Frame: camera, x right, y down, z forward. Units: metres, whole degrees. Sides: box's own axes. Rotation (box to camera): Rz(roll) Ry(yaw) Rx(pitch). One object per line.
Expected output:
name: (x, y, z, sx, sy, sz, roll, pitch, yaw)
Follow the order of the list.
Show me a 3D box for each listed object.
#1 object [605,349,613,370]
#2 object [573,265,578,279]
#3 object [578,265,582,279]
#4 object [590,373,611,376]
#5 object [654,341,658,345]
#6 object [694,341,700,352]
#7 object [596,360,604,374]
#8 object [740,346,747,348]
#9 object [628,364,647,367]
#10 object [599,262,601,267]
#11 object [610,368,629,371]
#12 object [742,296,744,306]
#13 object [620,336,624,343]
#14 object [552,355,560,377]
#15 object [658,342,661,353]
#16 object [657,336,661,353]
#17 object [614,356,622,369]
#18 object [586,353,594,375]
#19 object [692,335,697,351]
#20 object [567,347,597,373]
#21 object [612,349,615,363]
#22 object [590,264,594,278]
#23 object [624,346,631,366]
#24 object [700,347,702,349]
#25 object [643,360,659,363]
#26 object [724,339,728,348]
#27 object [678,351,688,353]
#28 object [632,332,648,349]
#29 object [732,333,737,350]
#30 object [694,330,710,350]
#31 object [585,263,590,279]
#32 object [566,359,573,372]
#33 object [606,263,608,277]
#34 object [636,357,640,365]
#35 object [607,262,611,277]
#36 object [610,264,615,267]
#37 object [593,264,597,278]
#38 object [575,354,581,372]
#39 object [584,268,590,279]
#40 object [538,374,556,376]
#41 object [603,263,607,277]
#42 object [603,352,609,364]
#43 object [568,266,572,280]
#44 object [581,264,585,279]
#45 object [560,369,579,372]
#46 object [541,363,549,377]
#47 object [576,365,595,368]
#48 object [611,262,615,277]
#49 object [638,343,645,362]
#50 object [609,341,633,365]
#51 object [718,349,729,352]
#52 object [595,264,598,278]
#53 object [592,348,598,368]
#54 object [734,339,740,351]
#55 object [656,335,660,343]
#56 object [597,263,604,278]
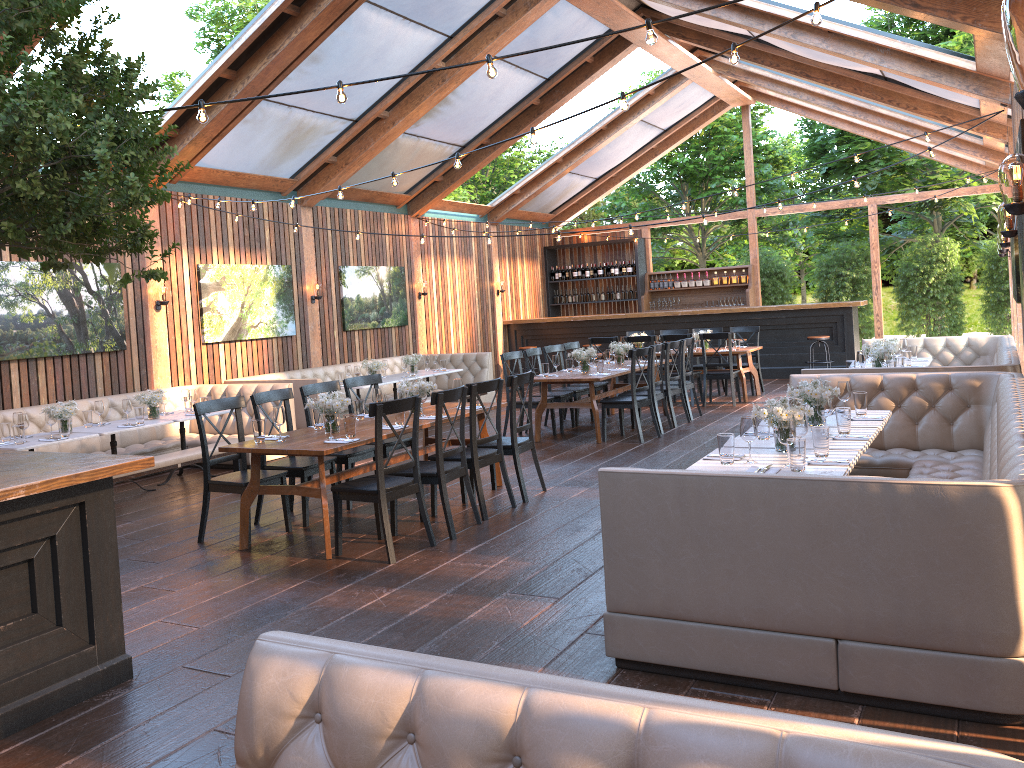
object: (1.175, -0.294, 10.675, 0.092, 0.244, 0.092, -4, 2, -19)
object: (1.404, -2.458, 19.482, 0.136, 0.315, 0.136, -4, 2, -9)
object: (1.487, -2.453, 19.397, 0.077, 0.306, 0.077, -5, 2, -45)
object: (0.981, -0.110, 9.999, 0.255, 0.019, 0.158, -1, 6, 29)
object: (2.251, -0.603, 13.829, 0.092, 0.158, 0.092, -5, 3, -35)
object: (2.712, -0.553, 12.942, 0.092, 0.158, 0.092, -5, 3, -35)
object: (1.015, -0.197, 10.170, 0.092, 0.158, 0.092, -4, 2, -15)
object: (3.416, -0.555, 13.254, 0.157, 0.019, 0.256, -1, 6, 29)
object: (1.542, -0.232, 10.970, 0.255, 0.019, 0.158, -1, 6, 29)
object: (1.930, -2.486, 19.311, 0.087, 0.334, 0.088, -3, 2, 9)
object: (1.257, -0.173, 10.529, 0.255, 0.019, 0.158, -1, 6, 29)
object: (4.622, -1.667, 17.778, 0.073, 0.181, 0.073, -4, 2, 3)
object: (1.757, -0.630, 13.992, 0.092, 0.244, 0.092, -4, 2, -19)
object: (0.511, -0.211, 10.204, 0.092, 0.244, 0.092, -4, 2, -13)
object: (2.233, -0.546, 13.198, 0.092, 0.158, 0.092, -5, 3, -35)
object: (2.230, -0.598, 13.303, 0.092, 0.244, 0.092, -4, 2, -19)
object: (1.286, -0.259, 10.691, 0.092, 0.158, 0.092, -5, 3, -35)
object: (0.896, -0.230, 10.139, 0.092, 0.244, 0.092, -4, 2, -13)
object: (2.687, -0.606, 13.068, 0.092, 0.244, 0.092, -4, 2, -19)
object: (0.851, -0.292, 10.499, 0.337, 0.309, 0.329, -5, 4, -27)
object: (1.351, -0.397, 11.680, 0.092, 0.244, 0.092, -4, 2, -19)
object: (1.745, -2.461, 19.275, 0.078, 0.312, 0.078, -3, 2, 24)
object: (1.460, -0.353, 11.116, 0.092, 0.244, 0.092, -4, 2, -19)
object: (2.881, -0.548, 13.546, 0.157, 0.019, 0.256, -1, 6, 29)
object: (1.797, -0.296, 11.500, 0.255, 0.019, 0.158, -1, 6, 29)
object: (3.237, -0.618, 13.298, 0.092, 0.158, 0.092, -5, 3, -35)
object: (2.545, -0.477, 12.993, 0.157, 0.019, 0.256, -1, 6, 29)
object: (1.955, -0.648, 13.694, 0.336, 0.309, 0.330, -4, 3, -6)
object: (3.202, -0.613, 12.784, 0.092, 0.244, 0.092, -4, 2, -19)
object: (2.868, -0.659, 13.170, 0.330, 0.309, 0.336, -5, 4, -28)
object: (1.644, -2.466, 19.285, 0.087, 0.334, 0.088, -3, 2, 9)
object: (0.698, -0.223, 10.682, 0.092, 0.158, 0.092, -5, 3, -35)
object: (2.055, -2.470, 19.193, 0.077, 0.306, 0.077, -5, 2, -45)
object: (1.571, -0.319, 11.131, 0.092, 0.158, 0.092, -5, 3, -35)
object: (2.088, -2.469, 19.056, 0.081, 0.323, 0.081, -3, 2, 7)
object: (2.168, -2.477, 19.156, 0.136, 0.315, 0.136, -4, 2, -9)
object: (1.802, -2.456, 19.192, 0.077, 0.309, 0.077, -3, 2, 7)
object: (0.813, -0.276, 10.710, 0.092, 0.244, 0.092, -4, 2, -19)
object: (1.645, -2.468, 19.418, 0.136, 0.315, 0.136, -4, 2, -9)
object: (0.423, -0.106, 10.345, 0.255, 0.019, 0.158, -1, 6, 29)
object: (2.008, -2.457, 19.101, 0.075, 0.302, 0.075, -3, 2, 12)
object: (1.251, -0.344, 11.644, 0.092, 0.158, 0.092, -5, 3, -35)
object: (1.282, -2.445, 19.476, 0.075, 0.302, 0.075, -5, 2, -44)
object: (1.552, -2.460, 19.329, 0.081, 0.323, 0.081, -3, 2, 7)
object: (0.725, -0.171, 10.858, 0.255, 0.019, 0.158, -1, 6, 29)
object: (0.385, -0.158, 10.181, 0.092, 0.158, 0.092, -5, 2, -25)
object: (0.963, -0.228, 11.327, 0.255, 0.019, 0.158, -1, 6, 29)
object: (2.159, -2.459, 18.991, 0.077, 0.306, 0.077, -5, 2, -45)
object: (1.703, -0.416, 11.647, 0.092, 0.244, 0.092, -4, 2, -19)
object: (1.399, -0.407, 11.397, 0.329, 0.309, 0.337, -4, 3, -4)
object: (3.060, -0.485, 12.714, 0.157, 0.019, 0.256, -1, 6, 29)
object: (1.831, -2.469, 19.306, 0.078, 0.312, 0.078, -3, 2, 24)
object: (1.043, -0.332, 11.170, 0.092, 0.244, 0.092, -4, 2, -19)
object: (3.220, -0.559, 12.653, 0.092, 0.158, 0.092, -5, 3, -35)
object: (2.275, -0.638, 13.715, 0.092, 0.244, 0.092, -4, 2, -19)
object: (1.924, -2.464, 19.182, 0.136, 0.315, 0.136, -4, 2, -9)
